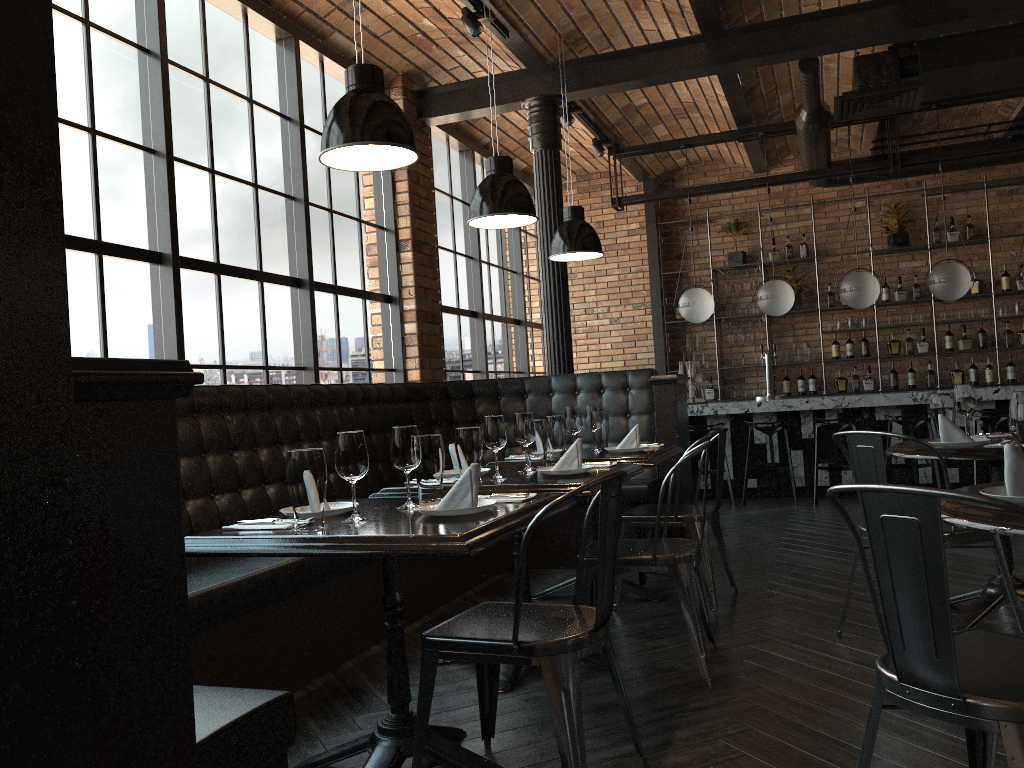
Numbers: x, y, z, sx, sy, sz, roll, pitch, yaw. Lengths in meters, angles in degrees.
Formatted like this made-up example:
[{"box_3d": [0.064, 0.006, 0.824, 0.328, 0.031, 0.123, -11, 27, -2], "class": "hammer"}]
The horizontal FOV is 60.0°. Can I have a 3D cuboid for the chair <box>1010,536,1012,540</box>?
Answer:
[{"box_3d": [2.544, 0.541, 3.961, 0.558, 0.857, 0.504, -3, -1, -15], "class": "chair"}]

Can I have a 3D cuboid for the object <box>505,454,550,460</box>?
[{"box_3d": [0.101, 0.366, 4.508, 0.255, 0.019, 0.157, -4, -1, 20], "class": "object"}]

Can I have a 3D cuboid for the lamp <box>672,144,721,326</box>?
[{"box_3d": [1.728, -1.437, 8.532, 0.340, 1.754, 0.340, -3, -1, -24], "class": "lamp"}]

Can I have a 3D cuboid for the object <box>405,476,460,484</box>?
[{"box_3d": [-0.277, 0.373, 3.461, 0.255, 0.019, 0.157, -4, -1, 20], "class": "object"}]

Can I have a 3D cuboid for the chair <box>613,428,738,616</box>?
[{"box_3d": [0.814, 0.658, 4.425, 0.558, 0.857, 0.504, -4, -1, 25], "class": "chair"}]

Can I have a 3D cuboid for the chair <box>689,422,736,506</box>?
[{"box_3d": [1.743, 0.719, 8.016, 0.475, 0.737, 0.414, -4, -1, 10], "class": "chair"}]

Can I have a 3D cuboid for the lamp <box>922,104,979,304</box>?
[{"box_3d": [3.791, -1.580, 7.786, 0.340, 1.754, 0.340, -3, -1, -24], "class": "lamp"}]

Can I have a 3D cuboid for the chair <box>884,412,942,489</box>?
[{"box_3d": [3.352, 0.607, 7.433, 0.475, 0.737, 0.414, -4, -1, 30], "class": "chair"}]

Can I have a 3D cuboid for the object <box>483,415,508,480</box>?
[{"box_3d": [-0.063, 0.245, 3.444, 0.092, 0.244, 0.092, -3, -1, -31], "class": "object"}]

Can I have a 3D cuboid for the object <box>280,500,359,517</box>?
[{"box_3d": [-0.576, 0.323, 2.646, 0.232, 0.139, 0.232, -4, -1, 14], "class": "object"}]

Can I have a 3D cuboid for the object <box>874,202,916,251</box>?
[{"box_3d": [4.154, -1.713, 9.599, 0.425, 0.526, 0.430, -4, -1, 22], "class": "object"}]

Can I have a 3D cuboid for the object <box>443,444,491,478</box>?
[{"box_3d": [-0.205, 0.317, 3.672, 0.232, 0.139, 0.232, -4, -1, 14], "class": "object"}]

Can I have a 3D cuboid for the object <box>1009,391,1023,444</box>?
[{"box_3d": [1.288, 0.139, 2.200, 0.092, 0.244, 0.092, -3, -1, -17], "class": "object"}]

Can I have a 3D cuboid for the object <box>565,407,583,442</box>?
[{"box_3d": [0.315, 0.239, 4.491, 0.092, 0.244, 0.092, -3, -1, -19], "class": "object"}]

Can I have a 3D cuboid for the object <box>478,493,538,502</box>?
[{"box_3d": [-0.060, 0.347, 2.727, 0.255, 0.019, 0.157, -4, -1, 20], "class": "object"}]

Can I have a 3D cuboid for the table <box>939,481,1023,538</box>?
[{"box_3d": [1.446, 0.628, 2.019, 0.866, 0.758, 0.866, -3, -1, -17], "class": "table"}]

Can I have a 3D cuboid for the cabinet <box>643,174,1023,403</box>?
[{"box_3d": [3.250, -0.807, 9.851, 7.075, 3.779, 0.564, -4, -1, 20], "class": "cabinet"}]

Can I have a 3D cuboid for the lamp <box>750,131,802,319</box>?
[{"box_3d": [2.416, -1.485, 8.283, 0.340, 1.754, 0.340, -3, -1, -24], "class": "lamp"}]

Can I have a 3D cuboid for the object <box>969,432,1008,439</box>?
[{"box_3d": [2.121, 0.230, 3.977, 0.255, 0.019, 0.157, -3, -1, -20], "class": "object"}]

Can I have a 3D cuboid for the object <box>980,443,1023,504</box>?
[{"box_3d": [1.198, 0.201, 2.029, 0.232, 0.139, 0.232, -4, -1, 16], "class": "object"}]

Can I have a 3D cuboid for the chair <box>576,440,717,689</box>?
[{"box_3d": [0.514, 0.660, 3.425, 0.558, 0.857, 0.504, -4, -1, 15], "class": "chair"}]

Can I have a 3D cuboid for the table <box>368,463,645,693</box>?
[{"box_3d": [0.038, 0.743, 3.567, 0.872, 0.758, 0.872, -4, -1, 20], "class": "table"}]

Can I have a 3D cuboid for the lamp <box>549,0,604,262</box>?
[{"box_3d": [0.285, -1.487, 4.647, 0.291, 1.653, 0.291, -3, -1, -25], "class": "lamp"}]

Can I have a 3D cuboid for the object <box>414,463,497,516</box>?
[{"box_3d": [-0.161, 0.294, 2.490, 0.232, 0.139, 0.232, -4, -1, 17], "class": "object"}]

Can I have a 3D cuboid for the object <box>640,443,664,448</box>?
[{"box_3d": [0.689, 0.334, 4.800, 0.255, 0.019, 0.157, -4, -1, 20], "class": "object"}]

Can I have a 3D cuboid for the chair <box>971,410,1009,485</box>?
[{"box_3d": [3.954, 0.565, 7.216, 0.475, 0.737, 0.414, -4, -1, 15], "class": "chair"}]

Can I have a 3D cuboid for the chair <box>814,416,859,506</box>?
[{"box_3d": [2.807, 0.645, 7.631, 0.475, 0.737, 0.414, -4, -1, 15], "class": "chair"}]

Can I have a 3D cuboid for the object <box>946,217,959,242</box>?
[{"box_3d": [4.662, -1.625, 9.379, 0.123, 0.279, 0.123, -4, -1, 23], "class": "object"}]

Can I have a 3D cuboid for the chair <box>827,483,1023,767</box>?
[{"box_3d": [0.983, 0.604, 1.804, 0.558, 0.857, 0.504, -3, -1, -30], "class": "chair"}]

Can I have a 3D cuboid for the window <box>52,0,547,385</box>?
[{"box_3d": [-2.254, -0.619, 3.075, 0.168, 3.253, 16.179, -4, -1, 20], "class": "window"}]

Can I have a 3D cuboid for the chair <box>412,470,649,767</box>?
[{"box_3d": [0.046, 0.673, 2.405, 0.558, 0.857, 0.504, -4, -1, 25], "class": "chair"}]

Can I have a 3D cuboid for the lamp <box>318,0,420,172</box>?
[{"box_3d": [-0.464, -1.473, 2.573, 0.291, 1.653, 0.291, -4, -1, -5], "class": "lamp"}]

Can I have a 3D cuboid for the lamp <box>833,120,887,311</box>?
[{"box_3d": [3.104, -1.533, 8.035, 0.340, 1.754, 0.340, -3, -1, -24], "class": "lamp"}]

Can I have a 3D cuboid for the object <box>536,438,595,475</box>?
[{"box_3d": [0.210, 0.288, 3.516, 0.232, 0.139, 0.232, -4, -1, 17], "class": "object"}]

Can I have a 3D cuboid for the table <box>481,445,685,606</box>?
[{"box_3d": [0.413, 0.737, 4.605, 0.872, 0.758, 0.872, -4, -1, 20], "class": "table"}]

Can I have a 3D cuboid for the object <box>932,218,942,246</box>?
[{"box_3d": [4.515, -1.617, 9.431, 0.083, 0.282, 0.083, -4, -1, 20], "class": "object"}]

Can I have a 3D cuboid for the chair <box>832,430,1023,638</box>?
[{"box_3d": [1.620, 0.592, 3.525, 0.558, 0.857, 0.504, -3, -1, -25], "class": "chair"}]

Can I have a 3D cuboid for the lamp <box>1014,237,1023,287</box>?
[{"box_3d": [4.479, -1.628, 7.537, 0.340, 1.754, 0.340, -3, -1, -24], "class": "lamp"}]

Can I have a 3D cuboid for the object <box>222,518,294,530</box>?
[{"box_3d": [-0.648, 0.379, 2.435, 0.255, 0.019, 0.157, -4, -1, 20], "class": "object"}]

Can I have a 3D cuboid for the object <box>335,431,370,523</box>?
[{"box_3d": [-0.434, 0.252, 2.418, 0.092, 0.244, 0.092, -3, -1, -31], "class": "object"}]

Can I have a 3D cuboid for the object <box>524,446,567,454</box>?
[{"box_3d": [0.173, 0.310, 4.719, 0.232, 0.139, 0.232, -4, -1, 14], "class": "object"}]

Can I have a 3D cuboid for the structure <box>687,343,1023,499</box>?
[{"box_3d": [4.214, 0.221, 8.298, 5.346, 1.430, 1.930, -4, -1, 20], "class": "structure"}]

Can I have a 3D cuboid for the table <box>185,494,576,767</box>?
[{"box_3d": [-0.333, 0.750, 2.542, 0.872, 0.758, 0.872, -4, -1, 20], "class": "table"}]

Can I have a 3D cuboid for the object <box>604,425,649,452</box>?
[{"box_3d": [0.588, 0.281, 4.562, 0.232, 0.139, 0.232, -4, -1, 17], "class": "object"}]

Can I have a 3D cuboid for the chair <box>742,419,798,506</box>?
[{"box_3d": [2.278, 0.681, 7.822, 0.475, 0.737, 0.414, -4, -1, 25], "class": "chair"}]

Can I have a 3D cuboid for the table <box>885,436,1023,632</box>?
[{"box_3d": [2.069, 0.618, 3.745, 0.866, 0.758, 0.866, -3, -1, -17], "class": "table"}]

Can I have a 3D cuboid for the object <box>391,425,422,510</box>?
[{"box_3d": [-0.314, 0.248, 2.652, 0.092, 0.244, 0.092, -3, -1, -31], "class": "object"}]

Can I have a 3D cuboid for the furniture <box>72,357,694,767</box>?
[{"box_3d": [-0.607, 0.561, 3.801, 1.979, 1.212, 5.451, -4, -1, 20], "class": "furniture"}]

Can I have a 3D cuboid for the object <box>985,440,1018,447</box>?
[{"box_3d": [1.986, 0.230, 3.490, 0.255, 0.019, 0.157, -3, -1, -40], "class": "object"}]

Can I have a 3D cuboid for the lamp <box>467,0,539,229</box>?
[{"box_3d": [-0.089, -1.480, 3.610, 0.291, 1.653, 0.291, -5, -1, 45], "class": "lamp"}]

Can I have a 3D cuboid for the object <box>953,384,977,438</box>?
[{"box_3d": [1.986, 0.123, 3.881, 0.092, 0.244, 0.092, -4, -1, 19], "class": "object"}]

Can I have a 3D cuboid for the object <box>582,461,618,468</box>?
[{"box_3d": [0.311, 0.341, 3.753, 0.255, 0.019, 0.157, -4, -1, 20], "class": "object"}]

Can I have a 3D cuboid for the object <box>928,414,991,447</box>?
[{"box_3d": [1.827, 0.188, 3.630, 0.232, 0.139, 0.232, -3, -1, -26], "class": "object"}]

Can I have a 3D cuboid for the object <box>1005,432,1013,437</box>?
[{"box_3d": [2.241, 0.164, 3.796, 0.232, 0.139, 0.232, -3, -1, -10], "class": "object"}]

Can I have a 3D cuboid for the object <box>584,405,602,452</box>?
[{"box_3d": [0.435, 0.235, 4.725, 0.092, 0.244, 0.092, -3, -1, -19], "class": "object"}]

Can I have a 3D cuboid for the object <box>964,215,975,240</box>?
[{"box_3d": [4.809, -1.638, 9.324, 0.083, 0.282, 0.083, -4, -1, 5], "class": "object"}]

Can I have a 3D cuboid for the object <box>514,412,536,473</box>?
[{"box_3d": [0.057, 0.242, 3.679, 0.092, 0.244, 0.092, -3, -1, -19], "class": "object"}]
